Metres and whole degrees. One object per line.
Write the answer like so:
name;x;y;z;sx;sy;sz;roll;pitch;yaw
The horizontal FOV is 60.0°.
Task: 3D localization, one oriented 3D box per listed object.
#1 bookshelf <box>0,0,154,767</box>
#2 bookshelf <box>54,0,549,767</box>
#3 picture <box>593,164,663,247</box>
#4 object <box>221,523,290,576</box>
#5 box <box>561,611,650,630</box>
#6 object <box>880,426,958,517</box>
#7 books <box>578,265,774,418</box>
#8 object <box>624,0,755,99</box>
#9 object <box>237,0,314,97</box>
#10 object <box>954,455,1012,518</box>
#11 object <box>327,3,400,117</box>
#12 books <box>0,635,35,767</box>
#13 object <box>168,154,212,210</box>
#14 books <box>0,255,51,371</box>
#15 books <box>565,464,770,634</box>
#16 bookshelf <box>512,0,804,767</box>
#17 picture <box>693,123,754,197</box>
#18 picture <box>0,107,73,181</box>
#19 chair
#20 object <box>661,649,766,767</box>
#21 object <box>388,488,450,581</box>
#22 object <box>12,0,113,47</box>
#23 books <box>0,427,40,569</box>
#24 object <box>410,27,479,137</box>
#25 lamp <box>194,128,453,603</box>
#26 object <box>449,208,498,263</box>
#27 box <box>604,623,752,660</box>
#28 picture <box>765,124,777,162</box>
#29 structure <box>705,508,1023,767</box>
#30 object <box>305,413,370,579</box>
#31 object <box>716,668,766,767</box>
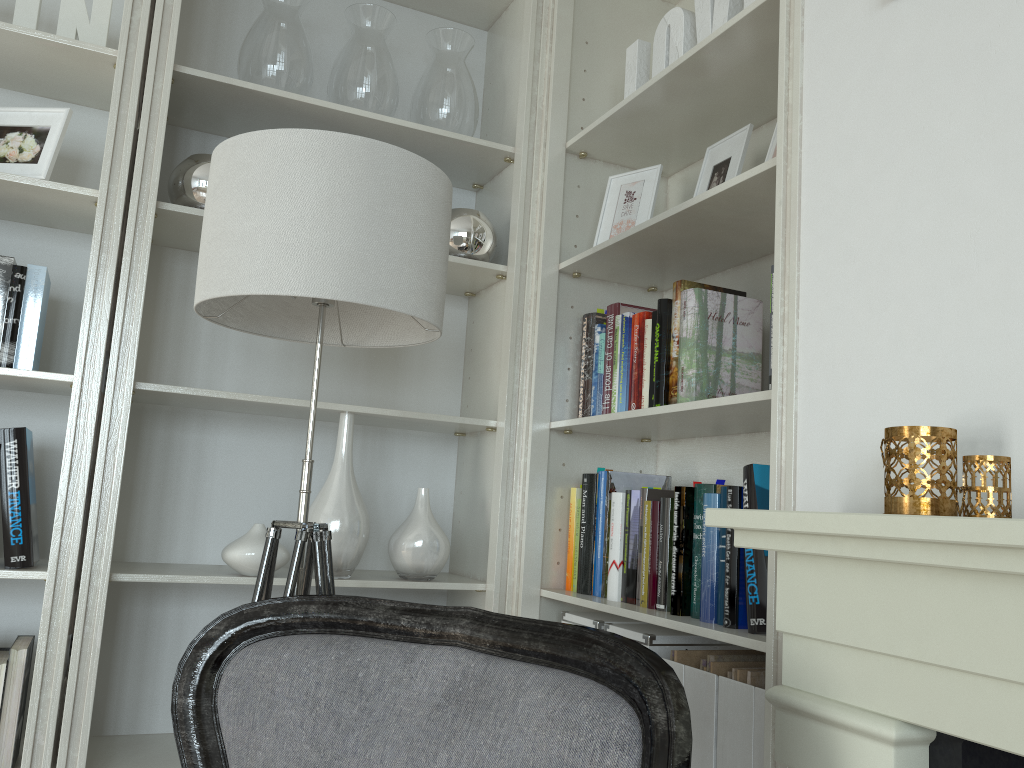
bookshelf;-1.370;-0.105;1.843;0.972;2.523;0.399;7;-9;-24
bookshelf;-0.486;0.008;2.232;0.972;2.523;0.399;7;-9;-24
picture;0.290;-0.423;2.189;0.153;0.228;0.094;-3;-11;41
object;-0.584;0.379;2.029;0.152;0.116;0.154;8;-9;-26
box;0.270;0.612;2.089;0.264;0.126;0.179;7;-9;-24
object;0.472;0.105;1.026;0.080;0.104;0.080;-2;-10;33
books;0.442;-0.081;1.906;0.209;0.301;0.919;7;-9;-23
object;0.412;-0.768;1.973;0.039;0.216;0.554;7;-9;-24
object;-0.615;-0.860;2.327;0.193;0.362;0.193;11;-11;-40
object;0.490;0.110;0.923;0.054;0.068;0.047;3;-8;4
object;-0.402;-0.833;2.421;0.193;0.362;0.193;11;-11;-40
books;-1.231;0.625;1.762;0.465;0.291;0.205;7;-9;-24
object;-0.716;-0.457;2.100;0.185;0.140;0.185;4;-8;-4
books;-1.354;-0.205;1.837;0.691;0.301;0.201;7;-9;-23
books;0.381;0.329;1.890;0.215;0.302;0.763;7;-9;-22
bookshelf;0.414;0.015;1.882;0.399;2.523;0.988;7;-9;-24
picture;0.464;-0.445;1.965;0.094;0.228;0.153;7;-9;-24
picture;-1.084;-0.522;1.974;0.202;0.188;0.124;3;-8;6
chair;-0.270;0.769;0.894;0.778;1.024;0.763;-1;-10;31
object;0.431;0.678;1.649;0.294;0.360;0.188;7;-9;-23
object;-0.228;0.372;2.207;0.153;0.225;0.154;2;-8;11
object;-1.314;-0.869;1.937;0.790;0.180;0.034;7;-9;-24
books;-1.362;0.202;1.783;0.762;0.302;0.207;7;-9;-23
object;-0.188;-0.805;2.515;0.193;0.362;0.193;11;-11;-40
lamp;-0.375;0.488;1.479;0.429;1.739;0.429;2;-8;10
object;-0.129;-0.382;2.358;0.185;0.140;0.185;4;-8;-4
box;0.354;0.591;1.904;0.264;0.126;0.179;7;-9;-24
picture;0.526;-0.484;1.670;0.094;0.228;0.153;3;-8;1
structure;0.730;0.702;0.514;1.026;1.191;1.432;7;-9;-24
object;-0.413;0.264;2.132;0.155;0.397;0.155;10;-11;-38
object;0.511;0.649;1.475;0.294;0.378;0.188;7;-9;-23
